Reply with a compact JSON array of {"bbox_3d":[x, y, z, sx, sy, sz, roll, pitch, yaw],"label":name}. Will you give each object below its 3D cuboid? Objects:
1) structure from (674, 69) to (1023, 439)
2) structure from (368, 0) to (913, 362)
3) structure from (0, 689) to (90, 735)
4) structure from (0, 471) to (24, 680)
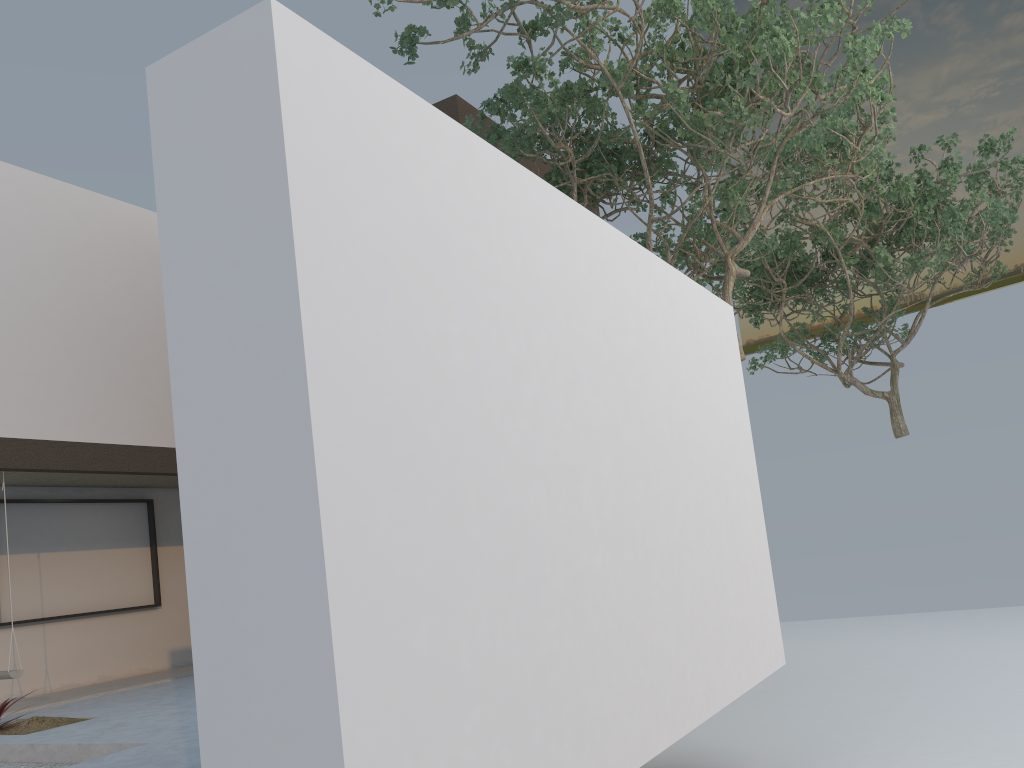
[{"bbox_3d":[5.382,-1.485,13.417,5.520,4.654,7.376,-8,-10,9],"label":"structure"},{"bbox_3d":[1.617,-1.987,7.978,4.343,3.662,5.804,-8,-10,9],"label":"structure"},{"bbox_3d":[-3.539,2.363,6.253,1.213,0.289,0.750,-13,-12,29],"label":"structure"},{"bbox_3d":[-4.395,1.565,7.495,0.465,1.848,0.129,-10,-7,29],"label":"structure"}]
